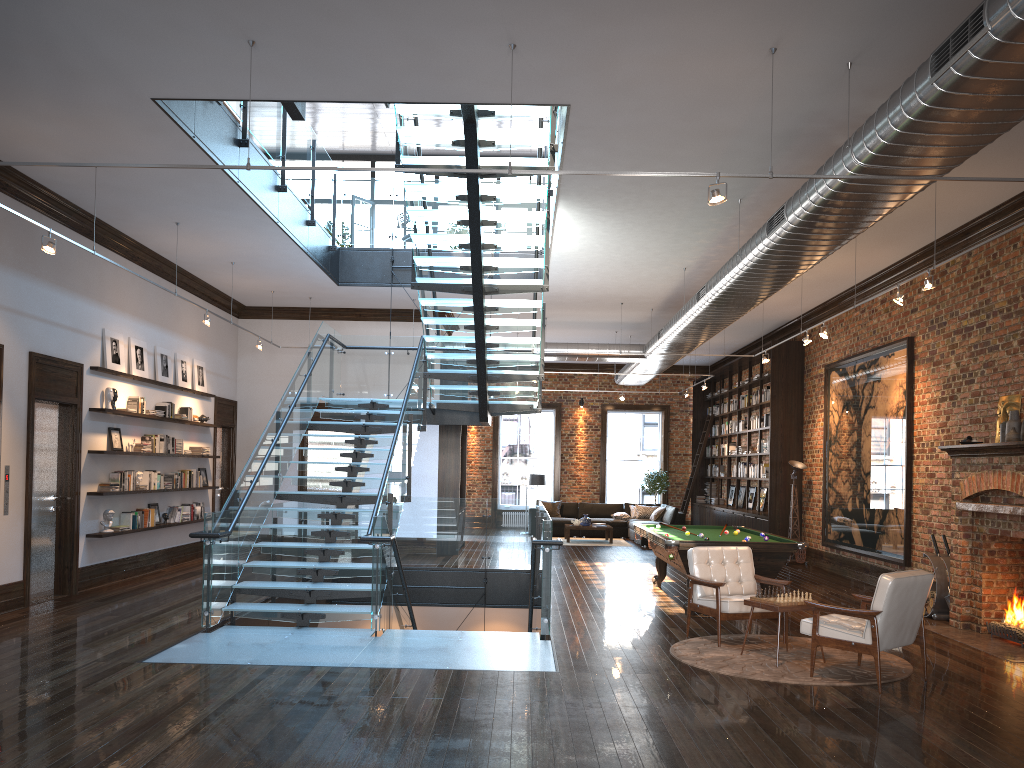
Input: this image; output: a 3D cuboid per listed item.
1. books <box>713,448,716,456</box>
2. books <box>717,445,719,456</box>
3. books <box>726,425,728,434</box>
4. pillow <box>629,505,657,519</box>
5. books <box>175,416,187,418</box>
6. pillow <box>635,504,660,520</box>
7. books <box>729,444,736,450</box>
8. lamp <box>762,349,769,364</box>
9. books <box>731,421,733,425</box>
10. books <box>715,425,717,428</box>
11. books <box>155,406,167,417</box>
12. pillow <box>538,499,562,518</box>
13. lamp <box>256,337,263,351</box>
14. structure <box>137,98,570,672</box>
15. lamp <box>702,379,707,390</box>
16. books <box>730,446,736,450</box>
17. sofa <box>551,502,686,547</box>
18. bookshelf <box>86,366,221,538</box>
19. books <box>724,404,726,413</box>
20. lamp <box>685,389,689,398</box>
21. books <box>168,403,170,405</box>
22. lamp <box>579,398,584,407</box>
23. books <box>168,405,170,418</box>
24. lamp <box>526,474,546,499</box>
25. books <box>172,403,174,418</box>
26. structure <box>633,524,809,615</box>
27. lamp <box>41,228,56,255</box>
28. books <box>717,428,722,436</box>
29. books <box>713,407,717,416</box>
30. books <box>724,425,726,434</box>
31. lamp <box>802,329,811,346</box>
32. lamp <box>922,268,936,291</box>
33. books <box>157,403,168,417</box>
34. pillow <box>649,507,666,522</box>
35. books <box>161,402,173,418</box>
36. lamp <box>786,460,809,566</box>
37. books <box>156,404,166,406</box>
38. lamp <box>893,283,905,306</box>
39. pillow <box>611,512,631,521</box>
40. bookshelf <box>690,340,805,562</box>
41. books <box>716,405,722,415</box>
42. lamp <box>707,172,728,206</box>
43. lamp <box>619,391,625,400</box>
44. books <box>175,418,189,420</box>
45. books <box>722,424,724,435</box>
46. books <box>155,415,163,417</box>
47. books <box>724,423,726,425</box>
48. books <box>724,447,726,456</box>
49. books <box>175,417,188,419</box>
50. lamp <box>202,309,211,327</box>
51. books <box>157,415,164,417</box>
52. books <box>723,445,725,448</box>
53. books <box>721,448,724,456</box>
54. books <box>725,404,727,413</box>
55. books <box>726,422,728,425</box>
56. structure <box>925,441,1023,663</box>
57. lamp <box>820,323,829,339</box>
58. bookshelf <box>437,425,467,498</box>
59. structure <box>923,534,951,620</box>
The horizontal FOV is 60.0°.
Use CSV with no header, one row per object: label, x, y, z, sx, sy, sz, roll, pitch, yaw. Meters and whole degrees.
books,5.204,1.726,22.445,0.231,0.224,0.024,1,-1,1
books,5.222,1.674,22.171,0.164,0.277,0.013,1,-1,1
books,5.220,1.098,21.248,0.181,0.241,0.036,1,-1,1
pillow,3.190,3.119,21.504,0.703,0.337,0.270,1,-3,1
books,-4.965,0.490,13.253,0.134,0.011,0.255,1,-6,1
pillow,3.262,3.077,21.324,0.611,0.361,0.289,1,-3,5
books,5.207,1.557,21.025,0.189,0.287,0.013,1,-1,1
lamp,4.061,-0.438,14.195,0.113,0.229,0.114,1,-2,15
books,5.216,1.017,20.775,0.183,0.313,0.013,1,-1,1
books,5.232,1.187,22.423,0.184,0.292,0.006,1,-1,1
books,-4.953,0.390,12.513,0.167,0.161,0.037,1,-1,1
pillow,0.881,3.033,21.569,0.700,0.439,0.305,1,-2,1
lamp,-3.940,-0.636,13.811,0.114,0.229,0.114,3,-2,-43
structure,-1.197,0.775,10.394,3.576,14.465,7.062,1,-2,1
lamp,4.106,0.017,18.883,0.113,0.229,0.114,2,-2,-24
books,5.223,1.580,20.973,0.147,0.232,0.036,1,-1,1
sofa,2.135,3.159,20.262,3.500,0.802,3.464,1,-5,1
bookshelf,-4.960,1.012,12.661,0.200,2.049,4.092,1,-5,1
books,5.240,0.612,21.513,0.178,0.254,0.036,1,-1,1
lamp,4.129,0.212,20.889,0.113,0.229,0.114,0,-2,40
books,-4.964,0.378,12.641,0.154,0.211,0.023,1,-1,1
lamp,1.843,0.489,23.458,0.126,0.236,0.155,1,-2,1
books,-4.945,0.389,12.594,0.166,0.180,0.028,1,-1,1
lamp,0.488,2.916,21.477,0.687,1.463,0.420,0,-1,30
books,-4.950,0.385,12.749,0.167,0.218,0.021,1,-1,1
structure,2.425,2.239,10.918,1.552,0.849,2.969,1,-5,1
lamp,-4.011,-1.232,7.681,0.114,0.229,0.113,2,-2,-20
books,5.225,1.207,22.182,0.185,0.210,0.069,1,-1,1
books,5.217,0.706,22.476,0.235,0.251,0.028,1,-1,1
books,5.218,1.108,21.425,0.174,0.256,0.027,1,-1,1
lamp,4.040,-0.639,12.130,0.114,0.229,0.113,2,-2,-20
lamp,3.998,-1.001,8.500,0.117,0.212,0.117,0,-2,42
books,-4.954,0.372,12.569,0.156,0.208,0.022,1,-1,1
pillow,3.426,3.069,20.854,0.314,0.354,0.631,1,-4,0
books,-4.957,0.379,12.733,0.162,0.225,0.011,1,-1,1
lamp,4.956,2.242,15.443,0.425,1.823,0.507,1,-1,6
books,-4.969,0.381,12.537,0.126,0.184,0.042,1,-1,1
lamp,4.005,-0.925,9.189,0.114,0.229,0.113,2,-2,-25
pillow,2.610,3.184,21.300,0.409,0.203,0.613,1,-5,-1
bookshelf,5.008,1.570,19.745,0.600,3.987,7.438,1,-4,1
books,5.232,0.672,22.263,0.190,0.279,0.017,1,-1,1
lamp,1.371,-1.295,5.919,0.113,0.229,0.114,1,-2,-10
lamp,2.732,0.289,21.968,0.113,0.229,0.114,2,-2,-30
books,-4.956,0.526,13.264,0.162,0.011,0.231,1,-6,1
books,5.229,1.116,21.628,0.174,0.282,0.113,1,-1,1
books,-4.974,0.450,12.351,0.142,0.011,0.256,1,-6,-1
books,5.234,1.102,21.510,0.174,0.285,0.091,1,-1,1
books,5.218,1.635,21.410,0.186,0.207,0.017,1,-1,1
books,-4.965,0.503,13.267,0.143,0.013,0.227,1,-6,1
lamp,-3.966,-0.860,11.507,0.113,0.229,0.114,0,-2,45
books,-4.976,0.439,12.351,0.141,0.011,0.287,1,-6,2
books,5.219,1.616,21.510,0.177,0.263,0.042,1,-1,1
books,5.192,1.642,21.466,0.236,0.202,0.046,1,-1,1
books,5.234,0.610,21.407,0.156,0.237,0.034,1,-1,1
books,5.220,1.064,21.273,0.171,0.314,0.014,1,-1,1
structure,4.721,1.520,8.446,0.887,1.902,2.006,1,-3,1
lamp,4.034,-0.704,11.465,0.113,0.229,0.114,0,-2,30
bookshelf,-1.123,1.418,16.931,0.400,3.509,1.787,1,-2,1
structure,4.864,2.146,9.866,0.538,0.917,0.930,1,-3,1
